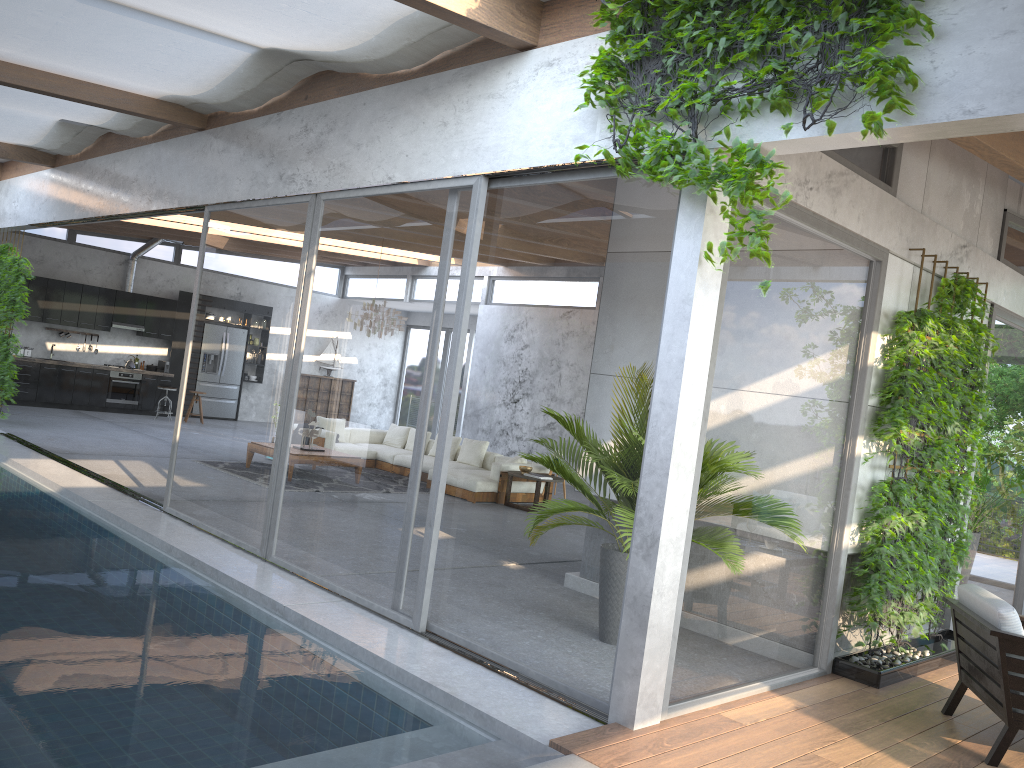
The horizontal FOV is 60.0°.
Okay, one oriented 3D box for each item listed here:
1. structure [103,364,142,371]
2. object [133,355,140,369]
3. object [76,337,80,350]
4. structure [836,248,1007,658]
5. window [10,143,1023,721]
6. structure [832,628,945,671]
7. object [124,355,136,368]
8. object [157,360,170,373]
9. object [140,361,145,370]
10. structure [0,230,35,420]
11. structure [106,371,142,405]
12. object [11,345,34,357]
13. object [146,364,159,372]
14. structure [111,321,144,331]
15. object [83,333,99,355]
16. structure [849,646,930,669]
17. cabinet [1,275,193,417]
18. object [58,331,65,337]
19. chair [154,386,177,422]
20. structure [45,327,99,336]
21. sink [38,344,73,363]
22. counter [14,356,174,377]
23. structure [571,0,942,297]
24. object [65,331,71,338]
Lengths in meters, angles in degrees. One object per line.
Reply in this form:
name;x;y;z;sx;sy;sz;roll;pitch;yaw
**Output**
structure;-7.443;-0.321;16.907;0.605;0.031;0.496;8;0;-44
object;-7.326;-0.431;17.324;0.082;0.282;0.089;8;0;41
object;-8.082;-0.799;16.563;0.071;0.325;0.066;8;0;-44
structure;2.853;0.522;6.038;1.851;2.669;0.500;8;0;-44
window;-2.560;-0.673;11.729;14.294;3.764;23.280;8;0;-44
structure;1.935;1.534;6.997;2.012;0.595;2.203;8;0;-44
object;-7.294;-0.434;16.965;0.222;0.235;0.222;8;0;36
object;-6.899;-0.343;17.555;0.088;0.226;0.351;8;0;-44
object;-7.261;-0.372;17.422;0.080;0.183;0.039;8;0;-32
structure;-6.583;-0.774;9.101;2.739;2.687;10.282;8;0;-27
structure;-7.480;0.049;16.891;0.587;0.588;0.584;8;0;-44
object;-8.793;-0.600;15.851;0.405;0.200;0.147;8;0;-43
object;-7.084;-0.326;17.446;0.209;0.141;0.247;8;0;44
structure;-7.409;-1.108;16.988;0.599;0.104;0.368;8;0;-44
object;-7.912;-0.753;16.688;0.282;0.380;0.070;8;0;-44
structure;2.451;1.767;5.737;0.928;0.044;0.231;8;0;-44
cabinet;-7.369;-0.701;16.957;0.709;2.502;5.901;8;0;44
object;-8.293;-0.923;16.335;0.117;0.139;0.093;8;0;-42
chair;-6.469;0.363;16.538;0.354;0.635;0.354;8;0;-11
structure;-8.156;-0.965;16.483;0.932;0.046;0.081;8;0;-44
sink;-8.286;-0.458;16.070;0.526;0.514;0.514;8;0;-44
counter;-8.152;-0.378;16.209;3.805;0.061;0.607;8;0;-44
structure;0.830;-1.411;3.815;1.822;2.054;0.918;8;0;43
object;-8.210;-0.911;16.406;0.117;0.139;0.093;8;0;-27
